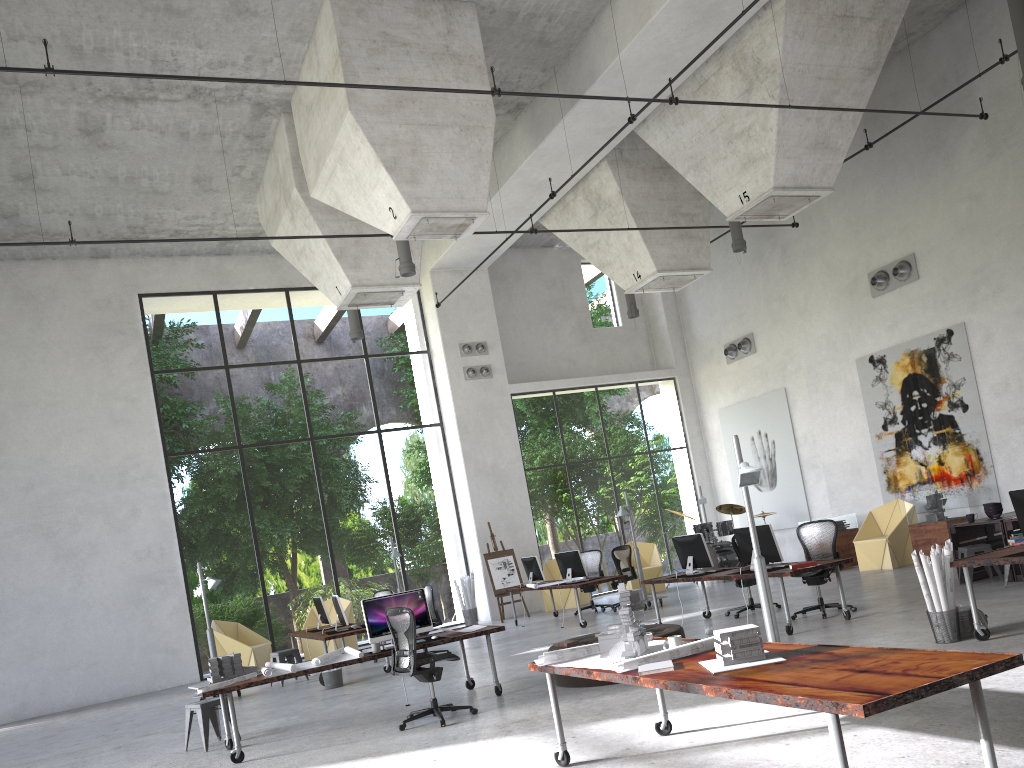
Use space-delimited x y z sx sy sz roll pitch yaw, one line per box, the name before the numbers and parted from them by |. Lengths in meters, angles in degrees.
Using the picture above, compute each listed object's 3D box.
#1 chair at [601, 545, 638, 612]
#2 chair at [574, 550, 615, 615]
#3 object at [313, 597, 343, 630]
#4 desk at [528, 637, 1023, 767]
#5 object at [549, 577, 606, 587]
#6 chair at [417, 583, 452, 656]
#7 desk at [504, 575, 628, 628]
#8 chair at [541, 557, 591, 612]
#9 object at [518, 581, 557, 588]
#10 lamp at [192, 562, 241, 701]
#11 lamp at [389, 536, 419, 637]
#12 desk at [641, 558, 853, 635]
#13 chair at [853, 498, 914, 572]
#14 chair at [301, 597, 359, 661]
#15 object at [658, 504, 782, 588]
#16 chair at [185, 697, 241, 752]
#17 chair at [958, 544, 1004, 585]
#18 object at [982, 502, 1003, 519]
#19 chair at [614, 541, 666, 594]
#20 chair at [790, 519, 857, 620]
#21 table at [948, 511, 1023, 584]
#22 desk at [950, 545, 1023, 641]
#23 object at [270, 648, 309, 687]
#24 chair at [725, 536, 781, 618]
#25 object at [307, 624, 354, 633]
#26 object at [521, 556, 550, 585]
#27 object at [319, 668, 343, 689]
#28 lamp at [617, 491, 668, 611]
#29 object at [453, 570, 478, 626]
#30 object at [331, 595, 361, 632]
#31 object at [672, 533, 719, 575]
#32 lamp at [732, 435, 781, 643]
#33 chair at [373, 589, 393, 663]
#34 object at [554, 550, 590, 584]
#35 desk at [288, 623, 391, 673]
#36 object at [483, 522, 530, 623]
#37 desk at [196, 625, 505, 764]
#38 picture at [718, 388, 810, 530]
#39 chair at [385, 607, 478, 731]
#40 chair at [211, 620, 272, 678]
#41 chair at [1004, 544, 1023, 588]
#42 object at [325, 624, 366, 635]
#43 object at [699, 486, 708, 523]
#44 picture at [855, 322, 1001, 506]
chair | 1.987 3.666 16.600 0.802 1.175 0.768 -13 -5 29
chair | 1.519 3.839 17.094 0.775 1.175 0.796 -11 -5 14
object | -3.150 3.869 14.919 0.374 0.548 0.729 -8 -8 -24
desk | 1.220 1.937 5.021 0.967 0.716 3.195 -7 -10 -25
object | 1.148 3.471 15.388 0.682 0.008 0.866 -4 -12 -33
chair | -1.436 3.807 13.994 0.786 1.175 0.785 -7 -6 -36
desk | 0.966 3.971 15.977 0.967 0.716 3.195 -7 -10 -25
chair | 1.129 4.293 19.117 0.990 1.160 0.934 -13 -6 24
object | 0.525 3.839 16.801 0.682 0.008 0.866 -6 -11 -23
lamp | -4.616 3.785 13.422 0.598 2.136 0.581 -11 -3 8
lamp | -2.222 4.074 17.382 0.575 2.136 0.605 -9 -3 -25
desk | 2.956 2.783 11.401 0.967 0.716 3.195 -7 -10 -25
chair | 6.622 2.651 15.499 0.927 1.160 0.998 -8 -6 -27
chair | -3.671 4.871 17.549 0.989 1.160 0.936 -12 -6 20
object | 4.648 3.395 19.294 1.867 1.728 3.030 -5 -10 -40
chair | -3.266 3.667 9.492 0.427 0.485 0.435 -15 -7 38
chair | 6.042 2.341 11.390 0.422 0.485 0.440 -11 -6 10
object | 6.377 1.670 11.630 0.212 0.212 0.197 -7 -7 -24
chair | 2.822 4.022 19.297 0.977 1.160 0.947 -10 -6 -5
chair | 3.873 2.337 11.145 0.782 1.175 0.789 -13 -6 34
table | 6.894 2.028 11.324 1.494 0.788 1.634 -6 -10 -25
desk | 5.035 1.559 6.712 0.956 0.716 3.196 -7 -10 -25
object | -3.626 4.561 14.149 0.472 0.528 0.465 -5 -8 -40
chair | 3.307 2.686 12.505 0.764 1.175 0.807 -6 -6 -41
object | -3.097 4.145 14.907 0.682 0.008 0.866 -6 -11 -23
object | 0.472 3.562 16.813 0.374 0.548 0.729 -8 -8 -24
object | -2.603 4.225 12.671 0.292 0.296 0.405 -6 -8 -32
lamp | 2.239 2.996 15.866 0.591 2.136 0.588 -9 -3 -25
object | -0.944 4.602 18.788 0.447 1.200 0.409 -13 -4 43
object | -2.593 3.539 13.650 0.375 0.548 0.728 -9 -7 -19
object | 2.550 2.334 12.098 0.374 0.548 0.729 -8 -8 -24
lamp | 2.052 1.479 7.303 0.579 2.136 0.600 -10 -3 0
chair | -2.311 4.205 15.322 0.780 1.175 0.790 -13 -5 29
object | 1.095 3.194 15.400 0.374 0.548 0.729 -7 -8 -33
desk | -2.849 4.349 14.286 0.956 0.716 3.196 -7 -10 -25
object | -0.221 3.954 18.626 0.688 2.128 0.695 -9 -3 -24
desk | -1.613 3.215 9.261 3.106 0.718 0.993 -6 -9 -25
picture | 5.684 1.834 19.969 0.020 2.995 2.381 -9 -5 -25
chair | -0.868 2.744 8.698 0.783 1.175 0.788 -14 -6 39
chair | -5.105 4.932 16.467 0.938 1.160 0.986 -11 -6 10
chair | 6.207 2.163 10.572 0.434 0.485 0.428 -7 -7 -30
object | -2.540 3.815 13.637 0.683 0.008 0.866 -7 -11 -18
object | 4.649 3.470 20.839 0.582 2.136 0.598 -11 -3 10
picture | 7.214 0.735 15.423 0.020 2.994 2.399 -9 -5 -25
